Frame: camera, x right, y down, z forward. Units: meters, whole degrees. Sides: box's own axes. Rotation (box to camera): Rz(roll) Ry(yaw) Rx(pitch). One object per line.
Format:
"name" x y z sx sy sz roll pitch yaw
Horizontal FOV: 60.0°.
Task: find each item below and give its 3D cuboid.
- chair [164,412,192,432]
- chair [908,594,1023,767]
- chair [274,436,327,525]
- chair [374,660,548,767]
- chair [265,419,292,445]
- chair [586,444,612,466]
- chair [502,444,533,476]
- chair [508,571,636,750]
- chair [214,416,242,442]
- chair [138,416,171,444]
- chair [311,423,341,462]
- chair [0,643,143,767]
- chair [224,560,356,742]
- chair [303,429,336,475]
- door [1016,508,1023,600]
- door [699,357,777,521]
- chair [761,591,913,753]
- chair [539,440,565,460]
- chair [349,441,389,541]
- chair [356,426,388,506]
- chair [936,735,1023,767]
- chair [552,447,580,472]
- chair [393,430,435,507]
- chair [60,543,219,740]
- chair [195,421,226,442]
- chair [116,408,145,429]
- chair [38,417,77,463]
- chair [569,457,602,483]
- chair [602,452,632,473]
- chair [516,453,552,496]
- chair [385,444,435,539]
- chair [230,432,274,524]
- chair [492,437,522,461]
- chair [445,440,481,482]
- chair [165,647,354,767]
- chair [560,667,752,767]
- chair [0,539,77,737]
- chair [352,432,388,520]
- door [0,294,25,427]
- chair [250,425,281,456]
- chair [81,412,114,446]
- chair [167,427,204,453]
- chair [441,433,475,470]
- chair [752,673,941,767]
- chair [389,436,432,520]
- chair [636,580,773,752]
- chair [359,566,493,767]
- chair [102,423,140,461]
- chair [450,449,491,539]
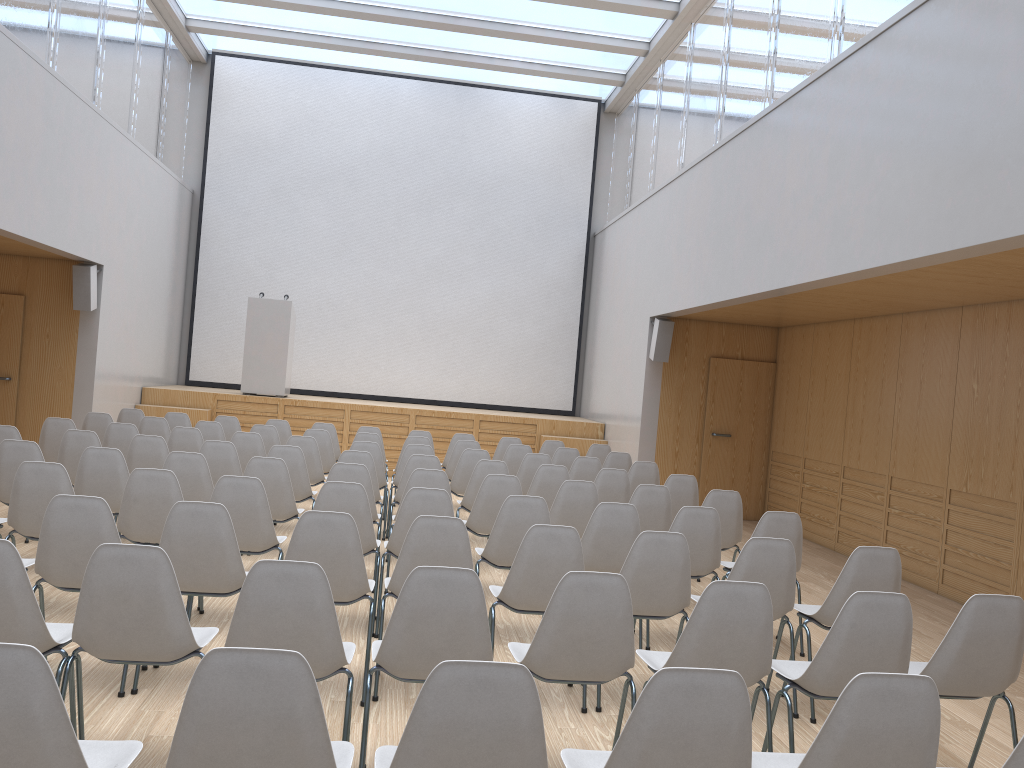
"chair" -3.689 0.740 9.844 0.479 0.876 0.505 5 0 -7
"chair" 1.756 1.223 3.577 0.479 0.876 0.505 5 0 -7
"chair" -1.927 0.895 8.130 0.479 0.876 0.505 5 0 -7
"chair" -0.132 1.069 2.288 0.479 0.876 0.505 5 0 -7
"chair" -2.654 0.826 10.055 0.479 0.876 0.505 5 0 -7
"chair" 0.962 1.129 10.503 0.479 0.876 0.505 5 0 -7
"chair" 0.018 1.054 9.338 0.479 0.876 0.505 5 0 -7
"chair" 0.228 1.095 3.378 0.479 0.876 0.505 5 0 -7
"chair" -3.182 0.782 9.949 0.479 0.876 0.505 5 0 -7
"chair" -3.568 0.754 8.934 0.479 0.876 0.505 5 0 -7
"chair" -2.163 0.867 10.144 0.479 0.876 0.505 5 0 -7
"chair" -1.183 0.981 2.136 0.479 0.876 0.505 5 0 -7
"chair" -0.797 1.010 3.150 0.479 0.876 0.505 5 0 -7
"chair" -2.006 0.885 9.087 0.479 0.876 0.505 5 0 -7
"door" 4.078 0.600 5.337 0.256 2.492 2.701 5 0 -7
"door" 2.864 0.710 11.240 0.873 2.024 0.108 5 0 -7
"chair" 1.263 1.182 3.447 0.479 0.876 0.505 5 0 -7
"chair" 0.420 1.083 10.464 0.479 0.876 0.505 5 0 -7
"chair" -1.362 0.943 8.118 0.479 0.876 0.505 5 0 -7
"chair" -1.657 0.910 10.159 0.479 0.876 0.505 5 0 -7
"chair" 1.376 1.195 2.453 0.479 0.876 0.505 5 0 -7
"chair" 0.515 1.095 9.458 0.479 0.876 0.505 5 0 -7
"chair" -1.091 0.957 10.208 0.479 0.876 0.505 5 0 -7
"chair" -1.330 0.965 3.195 0.479 0.876 0.505 5 0 -7
"chair" -3.041 0.798 8.959 0.479 0.876 0.505 5 0 -7
"chair" -4.187 0.698 9.865 0.479 0.876 0.505 5 0 -7
"chair" -3.968 0.725 7.895 0.479 0.876 0.505 5 0 -7
"chair" 0.639 1.109 8.476 0.479 0.876 0.505 5 0 -7
"chair" 1.055 1.140 9.466 0.479 0.876 0.505 5 0 -7
"chair" 0.175 1.071 8.390 0.479 0.876 0.505 5 0 -7
"chair" -0.902 0.981 8.275 0.479 0.876 0.505 5 0 -7
"chair" -2.393 0.856 8.052 0.479 0.876 0.505 5 0 -7
"chair" -0.076 1.042 10.374 0.479 0.876 0.505 5 0 -7
"chair" -0.513 1.009 9.313 0.479 0.876 0.505 5 0 -7
"chair" -0.642 1.026 2.244 0.479 0.876 0.505 5 0 -7
"chair" 0.383 1.112 2.371 0.479 0.876 0.505 5 0 -7
"chair" -1.789 0.927 3.110 0.479 0.876 0.505 5 0 -7
"chair" -1.516 0.925 9.188 0.479 0.876 0.505 5 0 -7
"door" -6.123 -0.041 10.126 0.873 2.024 0.108 5 0 -7
"chair" -2.532 0.841 9.081 0.479 0.876 0.505 5 0 -7
"chair" -4.094 0.710 8.897 0.479 0.876 0.505 5 0 -7
"chair" -2.923 0.812 8.035 0.479 0.876 0.505 5 0 -7
"chair" -0.609 0.997 10.327 0.479 0.876 0.505 5 0 -7
"chair" 0.889 1.154 2.462 0.479 0.876 0.505 5 0 -7
"chair" -1.019 0.967 9.278 0.479 0.876 0.505 5 0 -7
"chair" 0.745 1.138 3.424 0.479 0.876 0.505 5 0 -7
"chair" -0.292 1.052 3.254 0.479 0.876 0.505 5 0 -7
"chair" -3.427 0.770 7.903 0.479 0.876 0.505 5 0 -7
"chair" -0.389 1.024 8.280 0.479 0.876 0.505 5 0 -7
